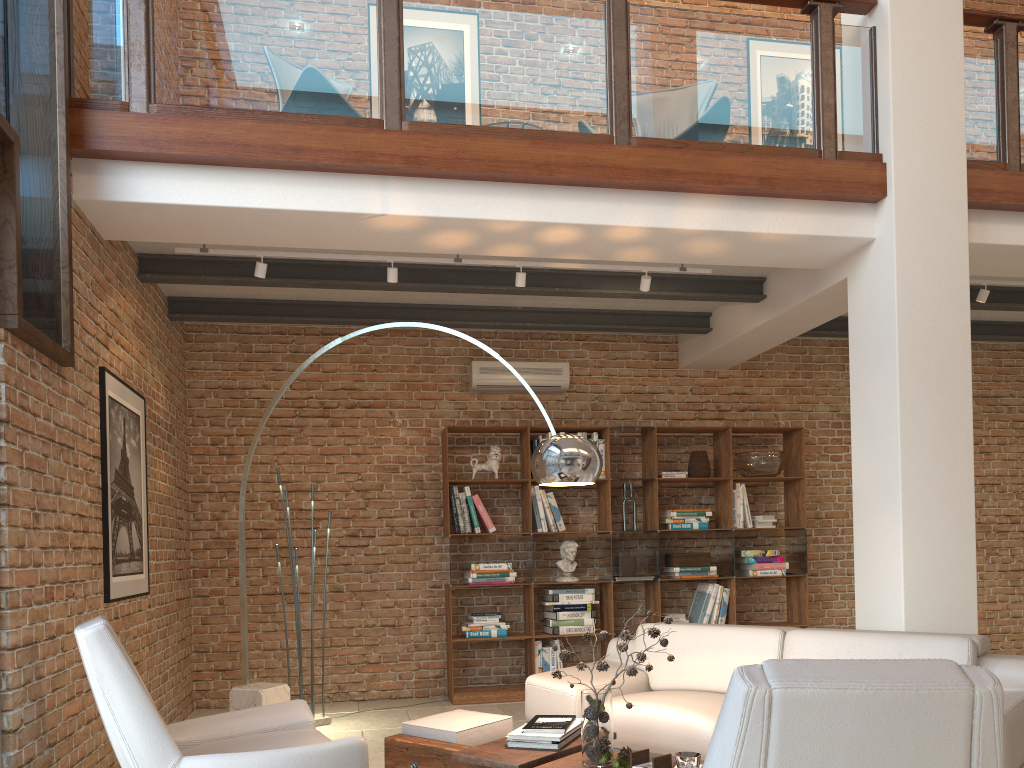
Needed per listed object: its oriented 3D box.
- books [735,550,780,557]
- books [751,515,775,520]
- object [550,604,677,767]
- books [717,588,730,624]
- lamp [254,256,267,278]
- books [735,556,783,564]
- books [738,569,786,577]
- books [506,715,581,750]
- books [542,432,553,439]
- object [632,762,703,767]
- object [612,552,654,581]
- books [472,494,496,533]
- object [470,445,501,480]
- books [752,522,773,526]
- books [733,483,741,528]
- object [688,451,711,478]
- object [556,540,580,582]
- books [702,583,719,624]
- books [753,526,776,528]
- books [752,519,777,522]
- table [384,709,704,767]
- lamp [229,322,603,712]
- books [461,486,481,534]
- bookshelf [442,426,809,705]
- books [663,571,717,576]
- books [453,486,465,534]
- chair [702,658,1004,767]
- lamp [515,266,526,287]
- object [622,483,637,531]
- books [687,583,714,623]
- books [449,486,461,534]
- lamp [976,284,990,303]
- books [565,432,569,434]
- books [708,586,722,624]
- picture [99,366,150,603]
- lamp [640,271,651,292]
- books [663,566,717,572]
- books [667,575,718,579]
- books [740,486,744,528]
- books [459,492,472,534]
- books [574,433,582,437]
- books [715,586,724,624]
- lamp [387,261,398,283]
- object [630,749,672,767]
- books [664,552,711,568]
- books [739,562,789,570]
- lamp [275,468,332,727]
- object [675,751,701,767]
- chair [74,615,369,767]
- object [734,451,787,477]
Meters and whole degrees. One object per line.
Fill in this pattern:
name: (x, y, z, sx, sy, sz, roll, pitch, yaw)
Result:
books: (2.103, 1.458, 7.503, 0.326, 0.055, 0.259, -1, -10, -1)
books: (2.142, 1.151, 7.490, 0.132, 0.033, 0.209, 2, -11, -21)
object: (0.438, 1.152, 3.374, 0.544, 0.600, 0.319, 3, -5, -40)
books: (1.754, 1.895, 7.418, 0.116, 0.330, 0.258, -1, -4, -11)
lamp: (-1.389, -0.639, 4.821, 0.059, 0.127, 0.087, 0, -4, -41)
books: (2.121, 1.514, 7.507, 0.326, 0.055, 0.259, 1, -10, -11)
books: (2.145, 1.623, 7.500, 0.326, 0.055, 0.259, 0, -10, -8)
books: (0.149, 1.495, 3.761, 0.251, 0.073, 0.406, -5, -11, 21)
books: (0.297, 0.601, 7.147, 0.036, 0.379, 0.246, -1, -3, -11)
object: (0.615, 1.383, 3.116, 0.272, 0.034, 0.252, 7, -13, -38)
object: (0.975, 1.512, 7.239, 0.335, 0.230, 0.288, 0, -7, -11)
books: (-0.247, 1.055, 7.064, 0.195, 0.315, 0.258, -1, -4, -11)
object: (-0.209, 0.629, 6.998, 0.251, 0.280, 0.131, -1, -2, -3)
books: (2.143, 1.204, 7.489, 0.132, 0.033, 0.209, -1, -10, -1)
books: (1.883, 1.046, 7.443, 0.036, 0.379, 0.246, -1, -3, -11)
object: (1.573, 0.683, 7.332, 0.194, 0.230, 0.195, -5, -6, 36)
object: (0.453, 1.453, 7.166, 0.196, 0.346, 0.195, -2, -3, 5)
books: (1.639, 1.874, 7.391, 0.161, 0.368, 0.246, -1, -3, -11)
books: (2.148, 1.233, 7.505, 0.171, 0.018, 0.240, -1, -11, -3)
books: (2.149, 1.178, 7.495, 0.171, 0.018, 0.240, 0, -11, -8)
table: (0.107, 1.589, 3.150, 2.226, 0.423, 1.986, -10, -13, 39)
lamp: (-0.518, 0.864, 4.262, 2.040, 2.324, 0.320, -4, -1, 26)
books: (-0.334, 1.019, 7.023, 0.121, 0.377, 0.246, -1, -3, -11)
bookshelf: (0.970, 1.467, 7.255, 3.033, 2.177, 0.367, 0, -1, -11)
books: (1.507, 1.605, 7.394, 0.380, 0.036, 0.248, 2, -11, -16)
books: (-0.441, 1.018, 7.016, 0.091, 0.380, 0.246, -1, -3, -11)
chair: (0.673, 1.073, 1.972, 1.028, 1.003, 0.985, -2, -5, 6)
lamp: (0.051, -0.620, 5.100, 0.061, 0.127, 0.087, -1, -3, -9)
object: (0.968, 1.021, 7.220, 0.121, 0.395, 0.062, -1, 0, -8)
books: (1.593, 1.879, 7.406, 0.163, 0.368, 0.246, -1, -3, -11)
books: (-0.477, 1.016, 7.001, 0.091, 0.380, 0.246, -1, -3, -11)
lamp: (3.065, -0.582, 5.676, 0.059, 0.127, 0.087, 0, -4, -41)
books: (0.425, 0.604, 7.176, 0.036, 0.379, 0.246, -1, -3, -11)
books: (1.689, 1.885, 7.411, 0.098, 0.350, 0.275, -1, -4, -11)
picture: (-2.123, 0.590, 4.803, 0.027, 1.181, 0.924, -1, -4, -11)
lamp: (0.804, -0.615, 5.255, 0.061, 0.114, 0.096, -1, -4, -4)
books: (1.498, 1.562, 7.358, 0.379, 0.036, 0.248, 1, -11, -12)
books: (1.523, 1.631, 7.382, 0.355, 0.020, 0.277, 1, -11, -12)
books: (1.909, 1.062, 7.458, 0.021, 0.355, 0.275, -1, -4, -11)
books: (-0.394, 1.047, 7.044, 0.102, 0.330, 0.258, -1, -4, -11)
books: (0.535, 0.608, 7.211, 0.036, 0.379, 0.246, -1, -3, -11)
books: (1.708, 1.889, 7.424, 0.098, 0.350, 0.275, -1, -4, -11)
lamp: (-0.680, -0.633, 4.960, 0.061, 0.119, 0.087, -1, -4, -9)
object: (0.497, 1.362, 3.120, 0.094, 0.081, 0.116, 4, -9, -39)
books: (1.484, 1.486, 7.364, 0.335, 0.117, 0.216, 1, -8, -11)
books: (2.169, 1.568, 7.505, 0.326, 0.055, 0.259, 2, -11, -16)
lamp: (-1.468, 1.500, 6.122, 0.418, 1.800, 0.201, -1, -1, -41)
object: (0.613, 1.330, 3.032, 0.092, 0.083, 0.091, -6, -7, 38)
chair: (-1.160, 1.390, 3.423, 0.984, 0.986, 1.040, 1, -6, -27)
object: (2.128, 0.704, 7.482, 0.441, 0.216, 0.440, -6, -10, 30)
